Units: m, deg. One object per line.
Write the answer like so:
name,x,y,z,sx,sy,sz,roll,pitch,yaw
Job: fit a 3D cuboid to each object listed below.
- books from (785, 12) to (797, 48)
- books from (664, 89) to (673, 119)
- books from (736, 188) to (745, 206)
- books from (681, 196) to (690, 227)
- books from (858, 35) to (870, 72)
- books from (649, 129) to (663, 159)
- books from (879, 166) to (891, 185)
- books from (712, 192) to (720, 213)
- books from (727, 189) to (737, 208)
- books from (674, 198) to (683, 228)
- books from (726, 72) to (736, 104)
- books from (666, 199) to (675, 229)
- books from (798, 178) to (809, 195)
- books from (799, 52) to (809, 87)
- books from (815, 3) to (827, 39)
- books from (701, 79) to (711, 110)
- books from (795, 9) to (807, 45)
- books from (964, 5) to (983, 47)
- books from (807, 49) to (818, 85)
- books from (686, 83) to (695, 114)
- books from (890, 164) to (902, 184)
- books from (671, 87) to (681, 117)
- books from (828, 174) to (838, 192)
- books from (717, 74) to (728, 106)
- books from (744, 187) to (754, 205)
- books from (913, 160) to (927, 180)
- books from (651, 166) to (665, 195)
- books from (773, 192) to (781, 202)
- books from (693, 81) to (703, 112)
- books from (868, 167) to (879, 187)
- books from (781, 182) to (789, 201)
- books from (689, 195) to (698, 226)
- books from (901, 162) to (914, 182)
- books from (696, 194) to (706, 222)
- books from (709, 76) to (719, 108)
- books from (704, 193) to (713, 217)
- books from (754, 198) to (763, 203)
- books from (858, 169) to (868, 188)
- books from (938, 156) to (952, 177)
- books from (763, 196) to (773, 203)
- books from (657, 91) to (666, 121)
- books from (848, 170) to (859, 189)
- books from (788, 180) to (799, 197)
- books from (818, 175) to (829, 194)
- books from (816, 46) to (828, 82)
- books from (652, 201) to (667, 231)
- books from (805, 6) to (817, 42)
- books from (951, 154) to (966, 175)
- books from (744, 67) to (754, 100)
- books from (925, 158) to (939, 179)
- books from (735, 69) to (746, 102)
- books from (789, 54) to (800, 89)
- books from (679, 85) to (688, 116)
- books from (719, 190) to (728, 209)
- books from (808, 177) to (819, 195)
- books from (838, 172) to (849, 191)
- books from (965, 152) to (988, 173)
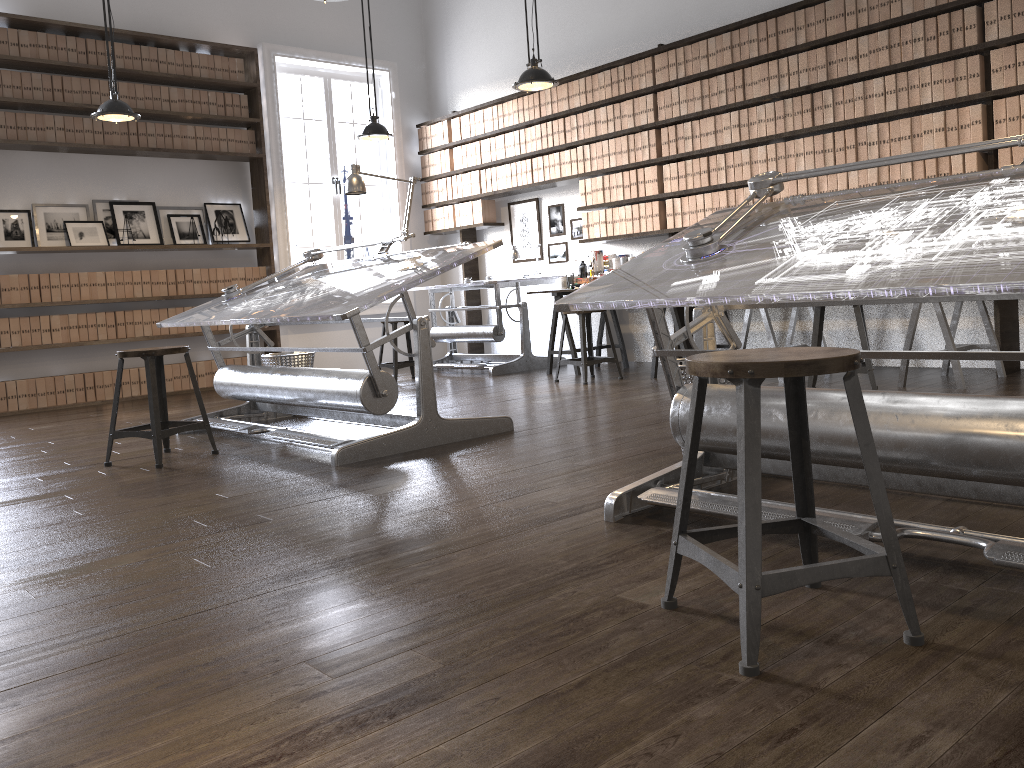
books,1.907,-2.351,5.919,0.175,0.225,0.067,-7,5,-41
books,1.241,-2.111,6.719,0.175,0.225,0.067,-7,5,-41
books,1.681,-1.281,6.323,0.175,0.225,0.067,-7,5,-41
books,1.364,-1.297,6.685,0.175,0.225,0.067,-7,5,-41
books,2.253,-2.060,5.565,0.175,0.225,0.067,-7,5,-41
books,1.147,-1.851,6.863,0.175,0.225,0.067,-7,5,-41
books,2.370,-1.246,5.539,0.175,0.225,0.067,-7,5,-41
books,1.544,-1.288,6.476,0.175,0.225,0.067,-7,5,-41
books,1.634,-1.284,6.376,0.175,0.225,0.067,-7,5,-41
books,1.315,-1.299,6.735,0.175,0.225,0.067,-7,5,-41
books,1.607,-2.093,6.305,0.175,0.225,0.067,-7,5,-41
books,1.265,-1.301,6.787,0.175,0.225,0.067,-7,5,-41
books,2.001,-1.264,5.949,0.175,0.225,0.067,-7,5,-41
books,1.981,-2.074,5.875,0.175,0.225,0.067,-7,5,-41
books,2.051,-2.345,5.763,0.175,0.225,0.067,-7,5,-41
books,1.466,-2.100,6.464,0.175,0.225,0.067,-7,5,-41
books,1.958,-2.349,5.866,0.175,0.225,0.067,-7,5,-41
books,2.673,-2.039,5.089,0.175,0.225,0.067,-7,5,-41
books,2.024,-2.072,5.829,0.175,0.225,0.067,-7,5,-41
books,1.377,-2.105,6.564,0.175,0.225,0.067,-7,5,-41
books,2.417,-1.244,5.486,0.175,0.225,0.067,-7,5,-41
books,1.285,-2.109,6.664,0.175,0.225,0.067,-7,5,-41
books,2.145,-1.258,5.794,0.175,0.225,0.067,-7,5,-41
books,1.557,-2.095,6.355,0.175,0.225,0.067,-7,5,-41
books,1.724,-1.278,6.267,0.175,0.225,0.067,-7,5,-41
books,2.511,-1.239,5.379,0.175,0.225,0.067,-7,5,-41
books,1.162,-1.575,6.870,0.175,0.225,0.067,-7,5,-41
books,1.873,-1.271,6.105,0.175,0.225,0.067,-7,5,-41
books,1.417,-2.102,6.511,0.175,0.225,0.067,-7,5,-41
books,2.321,-1.248,5.586,0.175,0.225,0.067,-7,5,-41
books,1.915,-1.269,6.054,0.175,0.225,0.067,-7,5,-41
books,1.409,-1.295,6.631,0.175,0.225,0.067,-7,5,-41
books,2.460,-1.241,5.430,0.175,0.225,0.067,-7,5,-41
books,1.452,-1.292,6.576,0.175,0.225,0.067,-7,5,-41
books,1.513,-2.098,6.411,0.175,0.225,0.067,-7,5,-41
books,1.502,-1.290,6.522,0.175,0.225,0.067,-7,5,-41
books,1.775,-1.276,6.217,0.175,0.225,0.067,-7,5,-41
books,2.280,-1.251,5.639,0.175,0.225,0.067,-7,5,-41
books,2.609,-1.234,5.267,0.175,0.225,0.067,-7,5,-41
books,1.820,-1.273,6.157,0.175,0.225,0.067,-7,5,-41
books,1.197,-2.114,6.773,0.175,0.225,0.067,-7,5,-41
books,2.238,-1.252,5.685,0.175,0.225,0.067,-7,5,-41
books,1.953,-1.266,6.004,0.175,0.225,0.067,-7,5,-41
books,2.100,-1.260,5.847,0.175,0.225,0.067,-7,5,-41
books,2.064,-2.069,5.775,0.175,0.225,0.067,-7,5,-41
books,1.178,-1.306,6.887,0.175,0.225,0.067,-7,5,-41
books,2.007,-2.348,5.817,0.175,0.225,0.067,-7,5,-41
books,2.655,-1.231,5.207,0.175,0.225,0.067,-7,5,-41
books,1.706,-2.088,6.193,0.175,0.225,0.067,-7,5,-41
books,2.556,-1.236,5.320,0.175,0.225,0.067,-7,5,-41
books,1.653,-2.090,6.245,0.175,0.225,0.067,-7,5,-41
books,1.932,-2.076,5.928,0.175,0.225,0.067,-7,5,-41
books,1.334,-2.106,6.610,0.175,0.225,0.067,-7,5,-41
books,1.585,-1.285,6.423,0.175,0.225,0.067,-7,5,-41
books,2.051,-1.262,5.897,0.175,0.225,0.067,-7,5,-41
books,2.188,-1.255,5.738,0.175,0.225,0.067,-7,5,-41
books,2.708,-1.229,5.150,0.175,0.225,0.067,-7,5,-41
